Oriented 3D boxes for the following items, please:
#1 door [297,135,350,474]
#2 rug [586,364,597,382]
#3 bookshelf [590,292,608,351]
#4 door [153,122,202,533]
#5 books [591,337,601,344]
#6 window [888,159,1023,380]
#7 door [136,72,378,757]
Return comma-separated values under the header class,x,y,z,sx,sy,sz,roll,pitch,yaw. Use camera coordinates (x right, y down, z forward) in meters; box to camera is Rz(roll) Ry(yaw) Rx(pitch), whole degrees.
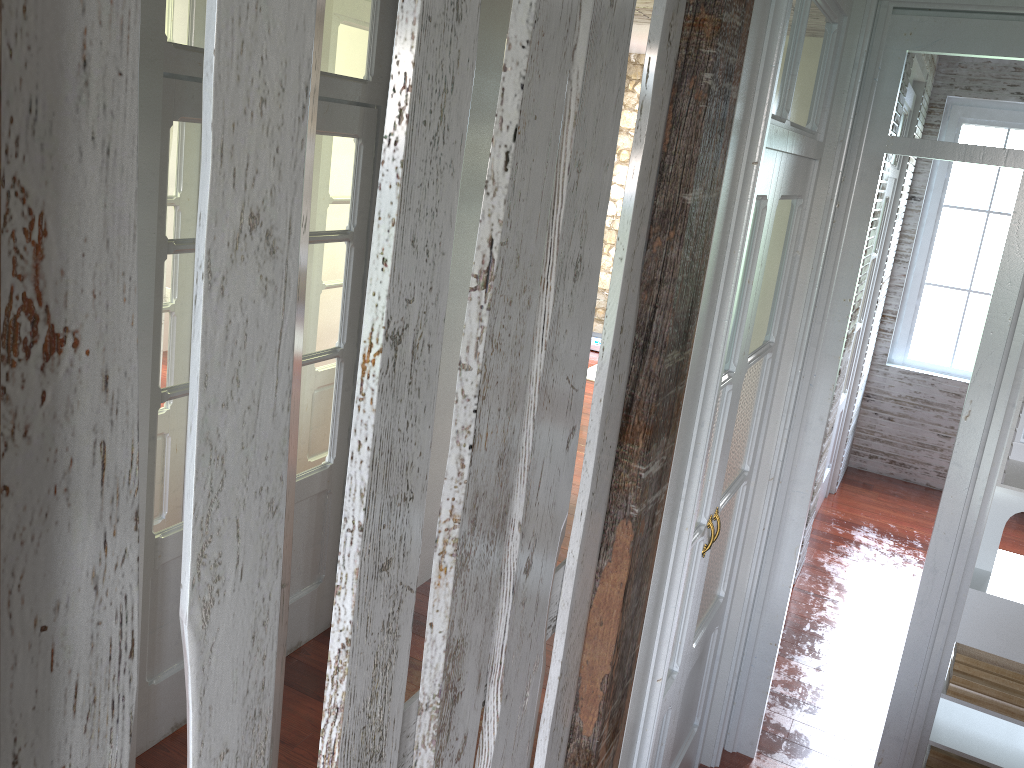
class,x,y,z,sx,sy,sz,roll,pitch,yaw
door,-0.800,-0.447,4.888,0.041,2.061,1.084,13,15,24
rug,1.263,-0.051,8.268,1.073,0.016,1.076,15,17,24
bookshelf,1.380,-0.523,9.024,1.407,0.543,0.403,15,15,25
door,-1.614,-0.113,3.313,0.041,2.061,1.084,13,15,24
books,0.861,-0.470,9.275,0.224,0.028,0.309,9,16,5
window,3.514,-0.841,5.896,1.547,1.916,0.128,14,14,25
door,-0.855,0.085,2.963,0.041,2.061,1.084,13,15,24
